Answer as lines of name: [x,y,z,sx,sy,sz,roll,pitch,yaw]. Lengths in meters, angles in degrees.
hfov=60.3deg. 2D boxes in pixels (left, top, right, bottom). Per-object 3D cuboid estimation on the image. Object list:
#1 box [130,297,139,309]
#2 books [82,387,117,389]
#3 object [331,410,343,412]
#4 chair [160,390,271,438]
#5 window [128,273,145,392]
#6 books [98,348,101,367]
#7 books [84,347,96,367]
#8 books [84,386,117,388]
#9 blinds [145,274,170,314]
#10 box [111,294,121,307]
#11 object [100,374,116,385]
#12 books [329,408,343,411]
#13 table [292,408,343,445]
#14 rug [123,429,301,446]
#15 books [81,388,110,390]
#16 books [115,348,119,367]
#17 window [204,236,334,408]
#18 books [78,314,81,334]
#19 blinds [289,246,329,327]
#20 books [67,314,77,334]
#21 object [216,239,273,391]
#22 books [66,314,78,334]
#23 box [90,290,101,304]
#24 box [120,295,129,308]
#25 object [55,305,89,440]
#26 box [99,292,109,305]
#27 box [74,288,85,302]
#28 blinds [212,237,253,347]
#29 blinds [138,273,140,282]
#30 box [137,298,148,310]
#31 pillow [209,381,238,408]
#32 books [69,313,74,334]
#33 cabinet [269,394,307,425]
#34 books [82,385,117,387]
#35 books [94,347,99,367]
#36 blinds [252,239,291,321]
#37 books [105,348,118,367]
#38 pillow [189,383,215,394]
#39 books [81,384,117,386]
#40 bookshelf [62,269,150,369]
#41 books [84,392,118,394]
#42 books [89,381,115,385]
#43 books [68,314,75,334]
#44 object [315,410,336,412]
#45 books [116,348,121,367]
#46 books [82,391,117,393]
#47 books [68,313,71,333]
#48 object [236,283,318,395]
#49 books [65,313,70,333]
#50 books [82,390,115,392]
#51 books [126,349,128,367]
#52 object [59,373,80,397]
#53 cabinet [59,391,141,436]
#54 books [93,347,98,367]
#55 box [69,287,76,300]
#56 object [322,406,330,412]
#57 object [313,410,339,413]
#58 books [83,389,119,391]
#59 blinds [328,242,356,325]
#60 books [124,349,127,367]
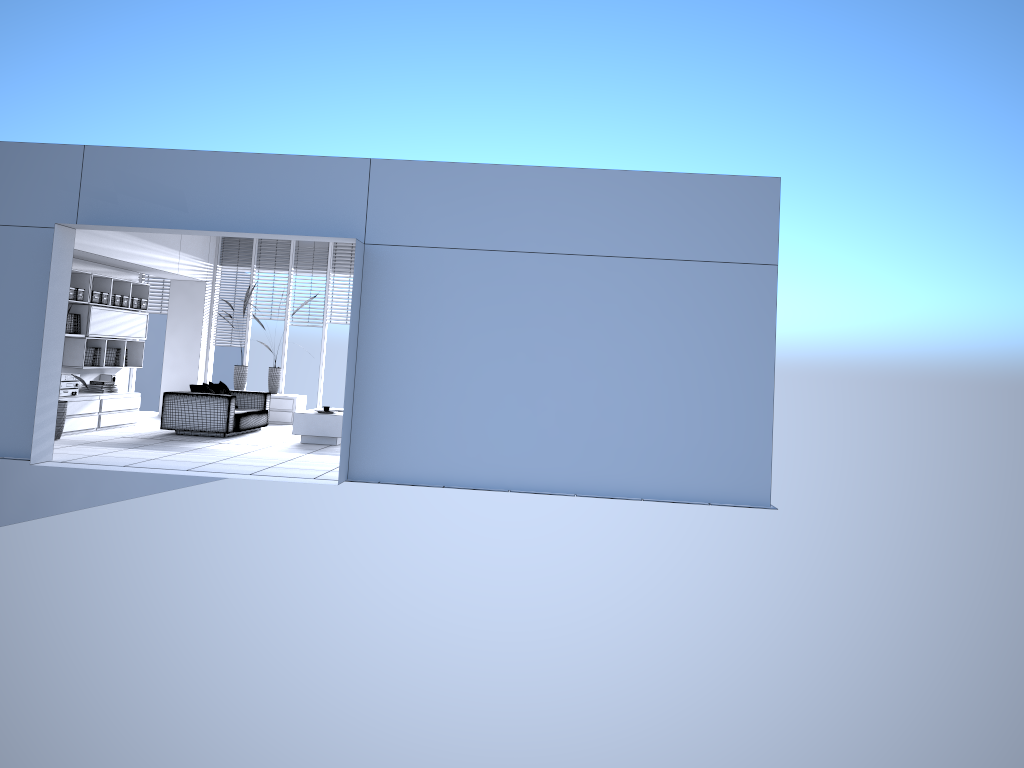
box: [-5.589,-1.180,12.778,0.281,0.163,0.178,3,-2,3]
books: [-5.606,0.054,11.992,0.285,0.008,0.413,3,1,4]
object: [-2.376,0.353,12.009,0.285,0.008,0.413,3,1,4]
chair: [-3.974,0.380,12.065,0.960,0.555,1.642,3,1,3]
window: [-6.621,-1.088,14.874,0.688,3.152,0.099,3,-5,3]
books: [-5.691,-0.370,11.958,0.207,0.261,0.050,3,-5,3]
books: [-5.695,-0.367,11.808,0.207,0.262,0.074,3,-5,3]
books: [-5.613,0.044,11.975,0.285,0.008,0.413,3,1,4]
blinds: [-5.928,-1.874,14.998,0.637,1.388,0.038,3,-5,3]
box: [-5.613,-1.169,12.255,0.281,0.163,0.178,3,-2,3]
object: [-5.724,-0.017,12.477,0.177,0.233,0.118,3,-4,3]
books: [-2.366,0.346,12.009,0.285,0.008,0.413,3,1,4]
table: [-2.434,0.564,11.761,0.650,0.391,1.195,3,1,3]
rug: [-3.821,0.675,11.825,1.798,0.001,2.222,3,1,3]
books: [-5.607,0.063,11.985,0.285,0.008,0.413,3,1,4]
books: [-5.666,-0.380,12.442,0.207,0.262,0.074,3,-5,2]
window: [-2.312,-0.833,14.623,5.503,3.152,0.099,3,-5,3]
books: [-5.687,-0.780,11.413,0.207,0.260,0.072,3,-5,2]
blinds: [-3.393,-1.641,14.828,0.637,1.367,0.057,3,-5,3]
books: [-5.704,-0.779,11.337,0.207,0.262,0.074,3,-5,3]
object: [-4.338,-1.368,14.578,1.428,3.010,0.490,1,-5,31]
books: [-5.698,-0.778,11.368,0.207,0.260,0.071,3,-5,3]
box: [-5.640,-1.158,11.681,0.281,0.163,0.211,3,-1,3]
box: [-5.603,-1.174,12.477,0.281,0.163,0.178,3,-2,3]
object: [-5.273,-0.174,10.167,1.176,1.597,0.248,1,-5,35]
box: [-5.629,-1.162,11.908,0.281,0.163,0.173,3,-2,3]
box: [-5.658,-1.150,11.294,0.281,0.163,0.178,3,-2,3]
blinds: [-4.684,-1.570,14.881,0.637,1.897,0.057,3,-5,3]
blinds: [-6.582,-1.685,15.010,0.637,1.918,0.038,3,-5,3]
box: [-5.577,-1.186,13.046,0.281,0.163,0.215,3,-1,3]
pillow: [-4.064,0.157,12.384,0.300,0.401,0.563,3,-1,0]
books: [-5.710,-0.777,11.241,0.207,0.261,0.050,3,-5,3]
cabinet: [-4.242,0.371,14.253,1.676,0.453,0.594,3,-1,3]
books: [-5.602,0.025,11.994,0.285,0.008,0.413,3,1,4]
books: [-5.694,-0.369,11.907,0.207,0.261,0.050,3,-5,3]
blinds: [-4.031,-1.760,14.869,0.637,1.376,0.050,3,-5,3]
books: [-5.667,-0.379,12.411,0.207,0.262,0.074,3,-5,3]
pillow: [-4.092,0.191,11.804,0.340,0.391,0.565,3,-1,0]
books: [-5.609,0.015,11.978,0.285,0.008,0.413,3,1,4]
bookshelf: [-5.659,-0.841,11.765,0.328,1.258,2.805,3,0,3]
books: [-5.608,0.113,12.014,0.285,0.008,0.413,3,1,4]
books: [-5.574,-0.014,11.988,0.207,0.050,0.257,3,1,8]
books: [-5.706,-0.778,11.305,0.207,0.262,0.074,3,-5,3]
object: [-2.415,0.356,11.422,0.216,0.012,0.215,2,2,-41]
books: [-5.666,-0.382,12.509,0.207,0.261,0.050,3,-5,3]
books: [-5.607,0.104,12.021,0.285,0.008,0.413,3,1,4]
books: [-5.715,-0.776,11.189,0.207,0.261,0.050,3,-5,3]
object: [-3.861,-0.767,14.177,1.550,1.879,0.687,3,-4,-3]
books: [-5.711,-0.775,11.137,0.207,0.261,0.050,3,-5,3]
books: [-5.615,0.093,12.004,0.285,0.008,0.413,3,1,4]
books: [-5.661,-0.384,12.741,0.207,0.262,0.074,3,-5,3]
object: [-5.578,0.003,10.820,0.347,0.271,0.428,3,0,3]
cabinet: [-5.596,0.359,11.375,0.574,0.452,2.260,3,1,3]
books: [-5.694,-0.368,11.840,0.207,0.262,0.074,3,-5,2]
box: [-5.668,-1.145,11.069,0.281,0.163,0.174,3,-2,3]
object: [-2.410,0.326,11.424,0.096,0.070,0.084,4,-1,-16]
object: [-2.414,0.362,11.425,0.330,0.025,0.327,4,2,32]
books: [-5.603,0.075,12.023,0.285,0.008,0.413,3,1,4]
blinds: [-2.745,-1.685,14.804,0.637,1.388,0.038,3,-5,3]
books: [-5.663,-0.384,12.710,0.207,0.262,0.074,3,-5,3]
